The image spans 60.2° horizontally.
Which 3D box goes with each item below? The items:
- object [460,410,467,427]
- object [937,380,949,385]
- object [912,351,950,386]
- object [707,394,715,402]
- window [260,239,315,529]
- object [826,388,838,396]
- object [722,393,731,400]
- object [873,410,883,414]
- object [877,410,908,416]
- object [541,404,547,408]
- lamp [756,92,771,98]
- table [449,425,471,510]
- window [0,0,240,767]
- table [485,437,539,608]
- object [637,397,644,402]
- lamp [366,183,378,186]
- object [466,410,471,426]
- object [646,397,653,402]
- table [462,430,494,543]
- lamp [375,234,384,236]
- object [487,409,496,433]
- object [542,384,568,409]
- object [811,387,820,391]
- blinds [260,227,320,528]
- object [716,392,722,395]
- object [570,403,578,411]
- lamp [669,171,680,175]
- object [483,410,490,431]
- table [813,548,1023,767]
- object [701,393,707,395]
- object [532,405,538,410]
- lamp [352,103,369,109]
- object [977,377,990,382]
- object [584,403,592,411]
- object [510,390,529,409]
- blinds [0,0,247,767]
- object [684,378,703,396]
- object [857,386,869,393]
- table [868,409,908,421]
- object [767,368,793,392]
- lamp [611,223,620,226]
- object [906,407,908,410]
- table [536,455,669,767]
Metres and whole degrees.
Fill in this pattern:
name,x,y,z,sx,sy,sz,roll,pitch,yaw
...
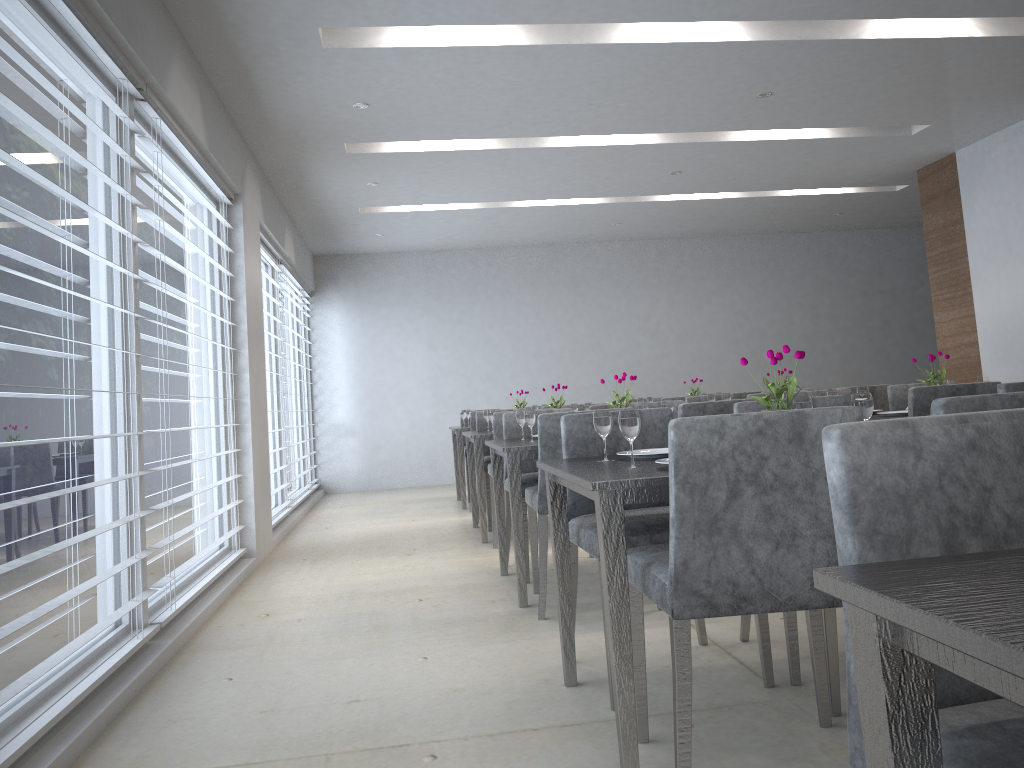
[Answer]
name,x,y,z,sx,sy,sz,roll,pitch,yaw
object,-0.395,0.284,7.235,0.053,0.140,0.053,-8,-7,41
object,2.120,0.050,4.338,0.053,0.140,0.053,-8,-7,41
object,1.996,-0.014,4.168,0.155,0.278,0.103,-3,-5,-10
object,1.343,0.136,5.946,0.053,0.140,0.053,-8,-7,41
window,-1.960,0.013,7.434,0.159,2.085,3.638,-3,-2,-7
object,1.548,0.088,4.265,0.053,0.140,0.053,-8,-7,41
object,1.378,0.128,5.658,0.053,0.140,0.053,-8,-7,41
object,1.700,0.141,4.329,0.216,0.015,0.217,-5,-2,39
object,1.747,0.130,3.948,0.217,0.015,0.215,-4,-1,-7
object,0.275,0.240,7.375,0.053,0.140,0.053,-8,-7,41
lamp,1.477,-1.695,5.190,0.088,0.007,0.089,-5,-2,38
table,0.105,0.642,7.396,1.189,0.639,0.773,-4,-3,-7
window,-1.238,-0.158,1.511,0.159,2.083,7.063,-3,-2,-7
table,0.526,0.543,3.951,1.189,0.639,0.773,-4,-3,-7
object,1.126,0.188,7.725,0.053,0.140,0.053,-8,-7,41
lamp,-1.046,-1.490,6.601,0.088,0.007,0.089,-5,-2,38
object,-0.373,0.288,7.533,0.053,0.140,0.053,-8,-7,41
object,1.161,0.179,7.437,0.053,0.140,0.053,-8,-7,41
table,0.320,0.591,5.639,1.189,0.639,0.773,-4,-3,-7
lamp,-1.279,-1.435,8.514,0.088,0.007,0.089,-5,-2,38
object,-0.124,0.229,5.489,0.053,0.140,0.053,-8,-7,41
object,0.286,0.135,5.663,0.155,0.278,0.103,-3,-5,-10
object,1.991,0.088,5.788,0.053,0.140,0.053,-8,-7,41
blinds,-1.859,-0.021,7.459,0.045,2.055,3.630,-3,-2,-7
object,1.774,0.139,7.567,0.053,0.140,0.053,-8,-7,41
object,0.413,0.199,5.850,0.053,0.140,0.053,-8,-7,41
lamp,1.269,-1.646,6.897,0.088,0.007,0.089,-5,-2,38
object,-0.159,0.238,5.777,0.053,0.140,0.053,-8,-7,41
table,0.945,0.443,0.508,1.189,0.639,0.773,-4,-3,-7
object,1.698,0.149,7.798,0.053,0.140,0.053,-8,-7,41
object,0.199,0.250,7.606,0.053,0.140,0.053,-8,-7,41
lamp,-0.838,-1.540,4.893,0.088,0.007,0.089,-5,-2,38
object,2.196,0.040,4.107,0.053,0.140,0.053,-8,-7,41
object,0.490,0.189,5.619,0.053,0.140,0.053,-8,-7,41
object,0.072,0.186,7.421,0.155,0.278,0.103,-3,-5,-10
blinds,-1.134,-0.192,1.517,0.045,2.054,7.057,-3,-2,-7
object,1.575,0.085,7.613,0.155,0.278,0.103,-3,-5,-10
object,1.583,0.080,3.977,0.053,0.140,0.053,-7,-6,35
table,2.029,0.442,4.143,1.189,0.639,0.773,-4,-3,-7
object,1.790,0.034,5.856,0.155,0.278,0.103,-3,-5,-10
lamp,1.035,-1.591,8.810,0.088,0.007,0.089,-5,-2,38
object,1.938,0.078,4.146,0.070,0.100,0.202,-1,-4,-37
table,0.729,0.494,2.280,1.189,0.639,0.773,-4,-3,-7
